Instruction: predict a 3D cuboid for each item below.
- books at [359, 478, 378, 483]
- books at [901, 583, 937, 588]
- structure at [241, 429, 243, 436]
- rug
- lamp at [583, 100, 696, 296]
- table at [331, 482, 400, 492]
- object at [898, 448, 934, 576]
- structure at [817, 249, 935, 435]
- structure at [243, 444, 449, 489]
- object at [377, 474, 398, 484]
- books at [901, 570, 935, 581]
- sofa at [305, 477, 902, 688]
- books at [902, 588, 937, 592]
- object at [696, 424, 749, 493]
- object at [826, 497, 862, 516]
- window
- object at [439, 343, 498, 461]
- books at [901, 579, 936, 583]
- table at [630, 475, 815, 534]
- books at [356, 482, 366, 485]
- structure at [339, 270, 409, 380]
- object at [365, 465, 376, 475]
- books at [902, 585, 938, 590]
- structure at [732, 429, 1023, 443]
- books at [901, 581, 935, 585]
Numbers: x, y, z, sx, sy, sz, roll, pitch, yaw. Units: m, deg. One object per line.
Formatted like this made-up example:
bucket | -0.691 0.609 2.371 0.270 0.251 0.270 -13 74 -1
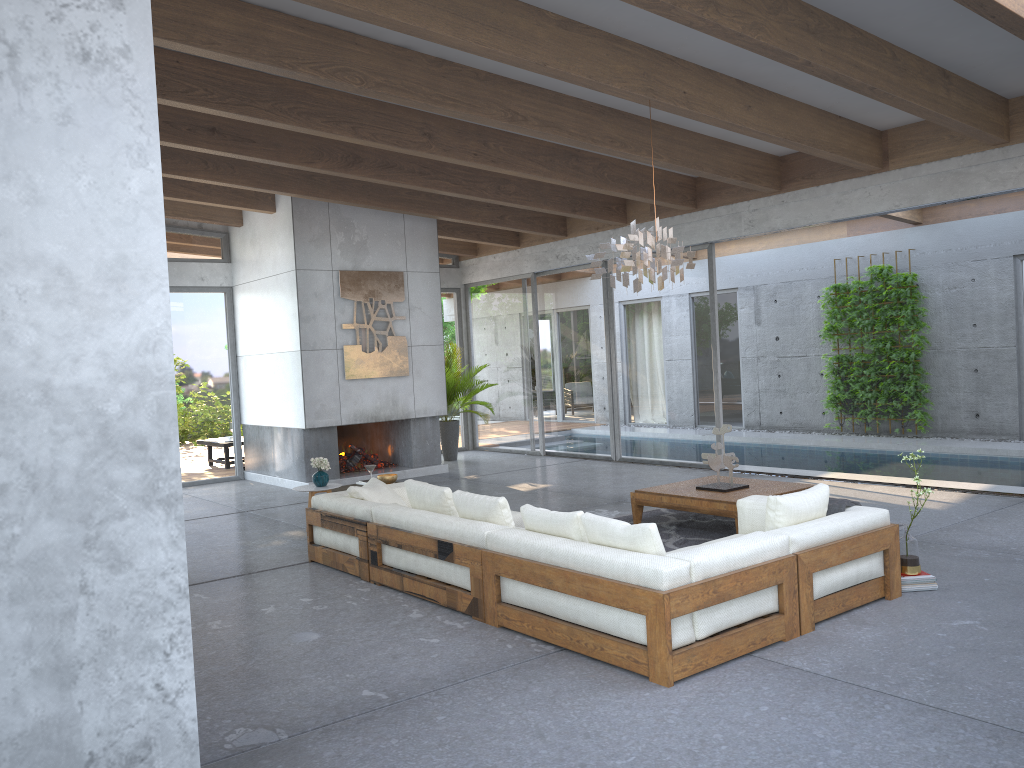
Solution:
books | -1.207 0.865 7.868 0.205 0.012 0.290 -4 2 -32
books | 2.374 1.175 5.331 0.219 0.012 0.286 -3 2 -2
structure | -6.462 1.184 11.372 15.587 3.022 31.708 -3 2 3
rug | 1.262 1.193 6.894 3.186 0.056 2.187 -4 2 -37
lamp | 0.891 -1.347 6.441 0.862 1.400 0.636 -3 2 10
table | -1.208 1.113 7.648 0.725 0.441 0.725 -3 2 14
object | 2.387 0.757 5.255 0.171 0.750 0.238 -4 2 -16
structure | 6.038 -0.504 8.983 2.739 2.687 10.282 -4 2 -20
structure | -2.331 0.970 12.159 2.012 0.595 2.203 -4 2 -37
object | -1.074 0.836 7.670 0.173 0.097 0.173 -2 2 32
books | 2.368 1.138 5.339 0.219 0.012 0.286 -3 2 -2
sofa | 0.319 0.995 5.987 1.965 0.777 3.733 -4 2 -37
books | 2.376 1.200 5.332 0.219 0.012 0.286 -3 2 -2
object | 1.676 0.582 7.176 0.346 0.518 0.379 -4 2 -37
object | 1.795 1.046 5.294 0.857 0.704 0.472 -5 2 -41
window | 1.736 -0.673 6.846 14.294 3.764 23.280 -4 2 -37
object | -0.971 0.238 13.331 1.484 1.819 1.798 -4 2 -30
books | 2.373 1.151 5.337 0.219 0.012 0.286 -3 2 -2
table | 1.734 1.014 7.186 1.048 0.352 1.112 -4 2 -37
books | -1.214 0.878 7.866 0.220 0.015 0.303 -4 2 -38
structure | -1.740 -0.752 11.217 0.919 1.351 0.041 -4 2 -37
object | -1.183 0.790 7.447 0.099 0.212 0.099 -3 2 -7
books | 2.378 1.188 5.327 0.219 0.012 0.286 -3 2 -2
structure | 6.076 0.787 12.797 0.477 0.068 13.673 -4 2 -37
books | 2.366 1.163 5.343 0.219 0.012 0.286 -3 2 -2
